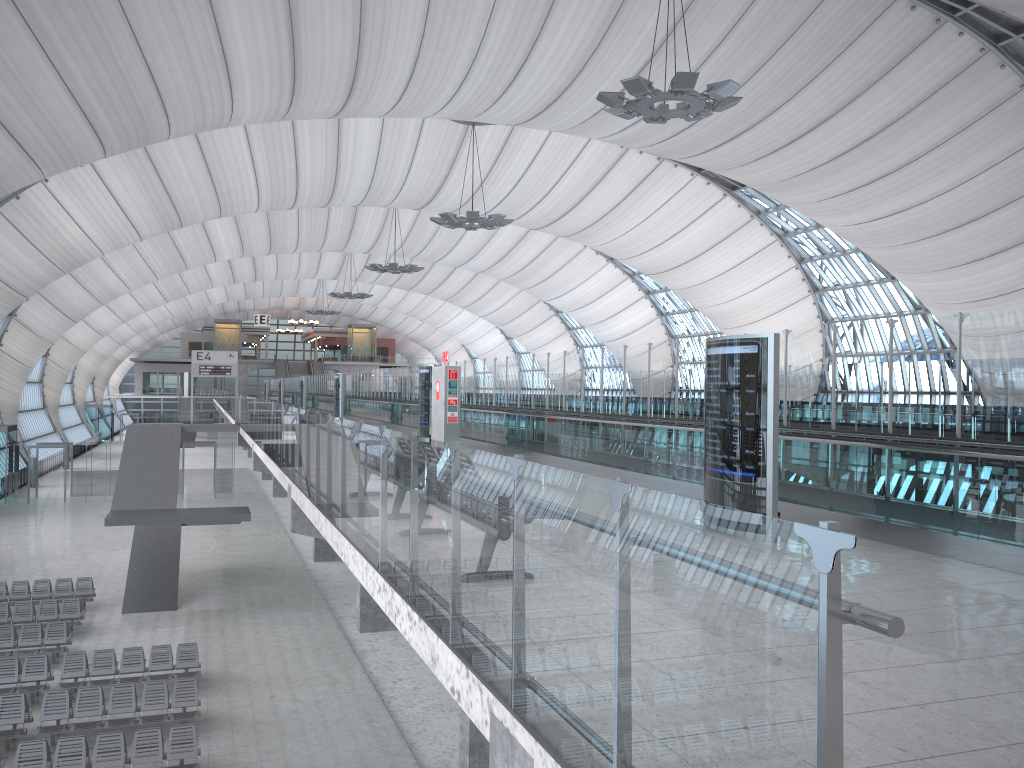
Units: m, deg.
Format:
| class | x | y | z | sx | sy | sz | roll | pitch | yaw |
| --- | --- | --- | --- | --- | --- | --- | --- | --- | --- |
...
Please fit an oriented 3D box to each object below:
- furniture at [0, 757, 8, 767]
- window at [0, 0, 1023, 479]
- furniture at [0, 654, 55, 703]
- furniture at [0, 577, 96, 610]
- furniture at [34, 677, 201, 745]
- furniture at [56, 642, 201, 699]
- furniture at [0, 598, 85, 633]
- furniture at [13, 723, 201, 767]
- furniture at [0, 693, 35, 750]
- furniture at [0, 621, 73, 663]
| class | x | y | z | sx | sy | sz | roll | pitch | yaw |
| --- | --- | --- | --- | --- | --- | --- | --- | --- | --- |
| furniture | -8.984 | 5.876 | 12.922 | 2.705 | 0.913 | 1.572 | 1 | 0 | -19 |
| window | -14.164 | -3.178 | 77.420 | 50.537 | 20.004 | 167.818 | 1 | 0 | -19 |
| furniture | -10.570 | 5.886 | 17.455 | 2.705 | 0.913 | 1.572 | 1 | 0 | -19 |
| furniture | -13.100 | 5.902 | 24.686 | 2.705 | 0.913 | 1.572 | 1 | 0 | -19 |
| furniture | -7.091 | 5.921 | 16.128 | 2.705 | 0.913 | 1.572 | 1 | 0 | -19 |
| furniture | -7.884 | 5.926 | 18.395 | 2.705 | 0.913 | 1.572 | 1 | 0 | -19 |
| furniture | -12.227 | 5.897 | 22.193 | 2.705 | 0.913 | 1.572 | 1 | 0 | -19 |
| furniture | -6.298 | 5.916 | 13.862 | 2.705 | 0.913 | 1.572 | 1 | 0 | -19 |
| furniture | -9.777 | 5.881 | 15.189 | 2.705 | 0.913 | 1.572 | 1 | 0 | -19 |
| furniture | -11.452 | 5.892 | 19.976 | 2.705 | 0.913 | 1.572 | 1 | 0 | -19 |
